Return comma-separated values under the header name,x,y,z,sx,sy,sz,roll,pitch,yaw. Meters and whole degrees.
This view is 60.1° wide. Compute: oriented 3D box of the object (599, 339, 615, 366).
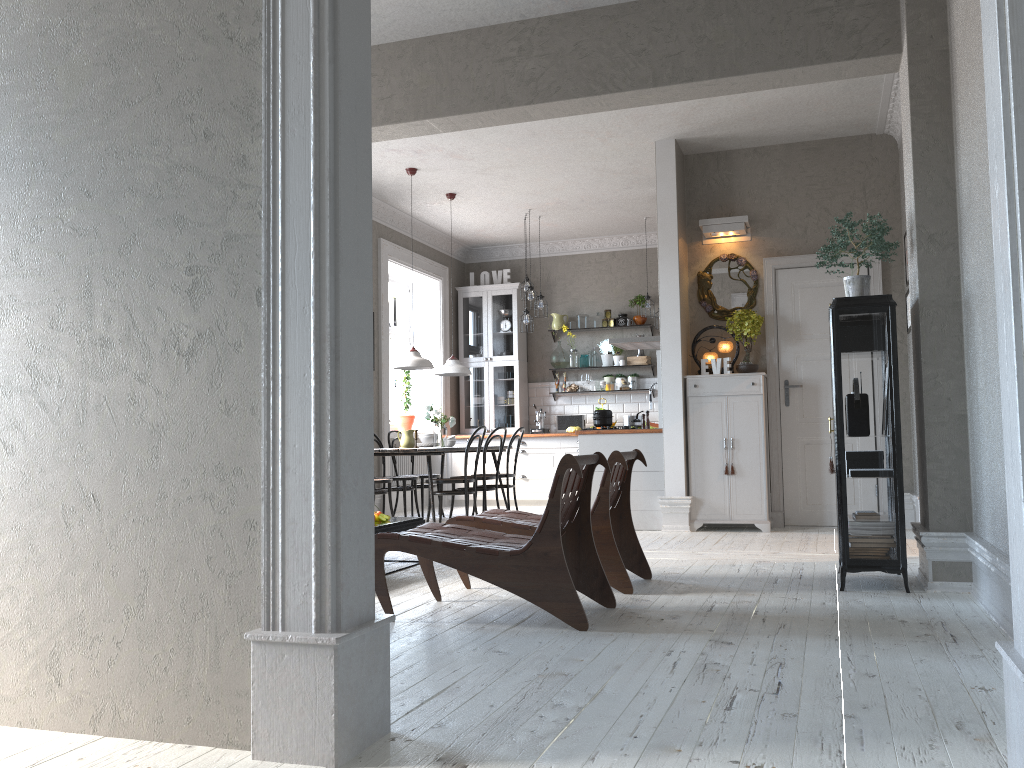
name,x,y,z,sx,sy,sz,roll,pitch,yaw
object,1.203,-0.386,11.040,0.240,0.354,0.239,-4,-5,36

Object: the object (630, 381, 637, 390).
name,x,y,z,sx,sy,sz,roll,pitch,yaw
object,1.486,0.015,10.827,0.077,0.108,0.078,-2,-4,12

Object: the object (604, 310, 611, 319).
name,x,y,z,sx,sy,sz,roll,pitch,yaw
object,1.191,-0.863,11.000,0.083,0.113,0.082,-1,-4,-1

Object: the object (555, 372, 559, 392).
name,x,y,z,sx,sy,sz,roll,pitch,yaw
object,0.573,-0.017,11.202,0.053,0.264,0.061,0,-4,-10

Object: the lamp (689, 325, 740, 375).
name,x,y,z,sx,sy,sz,roll,pitch,yaw
lamp,1.746,-0.226,7.600,0.442,0.558,0.175,-3,-4,26

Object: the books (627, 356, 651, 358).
name,x,y,z,sx,sy,sz,roll,pitch,yaw
books,1.562,-0.329,10.897,0.257,0.011,0.160,-3,-4,24

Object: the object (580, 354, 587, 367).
name,x,y,z,sx,sy,sz,roll,pitch,yaw
object,0.913,-0.282,11.127,0.124,0.172,0.128,-3,-4,22

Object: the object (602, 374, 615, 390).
name,x,y,z,sx,sy,sz,roll,pitch,yaw
object,1.199,-0.021,11.024,0.157,0.217,0.156,-1,-4,-2

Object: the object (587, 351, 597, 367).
name,x,y,z,sx,sy,sz,roll,pitch,yaw
object,0.998,-0.308,11.006,0.122,0.206,0.127,-4,-5,41

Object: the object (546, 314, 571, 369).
name,x,y,z,sx,sy,sz,roll,pitch,yaw
object,0.577,-0.529,11.143,0.337,0.674,0.334,0,-4,-13

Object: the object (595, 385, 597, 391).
name,x,y,z,sx,sy,sz,roll,pitch,yaw
object,1.071,0.051,11.053,0.076,0.083,0.079,-4,-5,36

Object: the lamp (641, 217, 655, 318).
name,x,y,z,sx,sy,sz,roll,pitch,yaw
lamp,1.535,-1.626,10.134,0.150,1.735,0.143,2,-5,-39

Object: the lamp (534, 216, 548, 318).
name,x,y,z,sx,sy,sz,roll,pitch,yaw
lamp,0.311,-1.615,9.973,0.146,1.735,0.147,-1,-4,5

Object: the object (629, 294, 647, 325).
name,x,y,z,sx,sy,sz,roll,pitch,yaw
object,1.580,-0.908,10.890,0.255,0.397,0.246,-4,-5,43

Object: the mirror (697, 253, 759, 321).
name,x,y,z,sx,sy,sz,roll,pitch,yaw
mirror,1.880,-0.851,7.731,0.526,0.593,0.072,-2,-4,18

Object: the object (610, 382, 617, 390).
name,x,y,z,sx,sy,sz,roll,pitch,yaw
object,1.250,0.026,10.929,0.077,0.108,0.078,-2,-4,12

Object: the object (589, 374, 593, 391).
name,x,y,z,sx,sy,sz,roll,pitch,yaw
object,0.977,-0.013,11.067,0.081,0.217,0.082,-1,-4,5

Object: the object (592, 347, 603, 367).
name,x,y,z,sx,sy,sz,roll,pitch,yaw
object,1.071,-0.330,11.144,0.129,0.264,0.133,-3,-4,24

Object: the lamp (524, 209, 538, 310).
name,x,y,z,sx,sy,sz,roll,pitch,yaw
lamp,0.192,-1.682,9.681,0.149,1.735,0.144,1,-4,-24

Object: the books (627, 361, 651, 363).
name,x,y,z,sx,sy,sz,roll,pitch,yaw
books,1.563,-0.264,10.893,0.256,0.016,0.160,-3,-4,27

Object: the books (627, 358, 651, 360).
name,x,y,z,sx,sy,sz,roll,pitch,yaw
books,1.562,-0.307,10.895,0.256,0.016,0.161,-3,-4,31

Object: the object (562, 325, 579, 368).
name,x,y,z,sx,sy,sz,roll,pitch,yaw
object,0.728,-0.470,11.044,0.190,0.540,0.283,-2,-4,11

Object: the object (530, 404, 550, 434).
name,x,y,z,sx,sy,sz,roll,pitch,yaw
object,0.331,0.438,10.978,0.203,0.370,0.358,-2,-4,19

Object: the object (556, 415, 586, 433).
name,x,y,z,sx,sy,sz,roll,pitch,yaw
object,0.728,0.499,10.940,0.347,0.226,0.089,-2,-4,18

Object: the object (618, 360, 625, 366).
name,x,y,z,sx,sy,sz,roll,pitch,yaw
object,1.354,-0.259,10.862,0.064,0.071,0.104,2,-5,-41

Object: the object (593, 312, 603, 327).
name,x,y,z,sx,sy,sz,roll,pitch,yaw
object,1.086,-0.792,11.150,0.142,0.220,0.138,0,-4,-22

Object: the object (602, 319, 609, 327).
name,x,y,z,sx,sy,sz,roll,pitch,yaw
object,1.165,-0.750,11.014,0.082,0.113,0.084,-2,-4,19

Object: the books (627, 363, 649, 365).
name,x,y,z,sx,sy,sz,roll,pitch,yaw
books,1.563,-0.243,10.891,0.257,0.011,0.160,-3,-4,24

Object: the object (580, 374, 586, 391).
name,x,y,z,sx,sy,sz,roll,pitch,yaw
object,0.897,-0.010,11.097,0.081,0.217,0.082,-1,-4,5

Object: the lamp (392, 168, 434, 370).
name,x,y,z,sx,sy,sz,roll,pitch,yaw
lamp,-0.915,-1.064,8.140,0.387,1.858,0.372,1,-4,-34

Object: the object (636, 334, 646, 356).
name,x,y,z,sx,sy,sz,roll,pitch,yaw
object,1.582,-0.478,10.895,0.130,0.287,0.131,-1,-4,4

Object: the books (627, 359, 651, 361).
name,x,y,z,sx,sy,sz,roll,pitch,yaw
books,1.563,-0.286,10.894,0.257,0.011,0.160,-3,-4,21

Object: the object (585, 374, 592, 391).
name,x,y,z,sx,sy,sz,roll,pitch,yaw
object,0.949,-0.018,10.981,0.081,0.217,0.082,-1,-4,5

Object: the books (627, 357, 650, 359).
name,x,y,z,sx,sy,sz,roll,pitch,yaw
books,1.562,-0.318,10.896,0.256,0.016,0.160,-3,-4,27

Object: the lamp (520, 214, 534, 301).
name,x,y,z,sx,sy,sz,roll,pitch,yaw
lamp,0.154,-1.800,9.869,0.146,1.735,0.147,-1,-4,5

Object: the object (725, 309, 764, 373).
name,x,y,z,sx,sy,sz,roll,pitch,yaw
object,1.980,-0.356,7.449,0.347,0.553,0.291,2,-5,-37

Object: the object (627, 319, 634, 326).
name,x,y,z,sx,sy,sz,roll,pitch,yaw
object,1.450,-0.756,10.868,0.092,0.096,0.075,-2,-4,19

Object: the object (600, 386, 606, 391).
name,x,y,z,sx,sy,sz,roll,pitch,yaw
object,1.124,0.056,10.910,0.076,0.051,0.078,-2,-4,11

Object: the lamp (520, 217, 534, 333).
name,x,y,z,sx,sy,sz,roll,pitch,yaw
lamp,0.151,-1.449,10.019,0.148,1.735,0.145,0,-4,-14

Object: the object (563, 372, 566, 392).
name,x,y,z,sx,sy,sz,roll,pitch,yaw
object,0.667,-0.022,11.155,0.063,0.264,0.052,2,-4,-35

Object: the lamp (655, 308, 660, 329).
name,x,y,z,sx,sy,sz,roll,pitch,yaw
lamp,1.704,-1.501,10.215,0.148,1.735,0.145,0,-4,-10

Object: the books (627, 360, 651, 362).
name,x,y,z,sx,sy,sz,roll,pitch,yaw
books,1.563,-0.275,10.893,0.257,0.011,0.160,-3,-4,24

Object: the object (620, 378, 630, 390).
name,x,y,z,sx,sy,sz,roll,pitch,yaw
object,1.389,0.004,10.878,0.119,0.147,0.099,0,-4,-14

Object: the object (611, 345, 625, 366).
name,x,y,z,sx,sy,sz,roll,pitch,yaw
object,1.310,-0.406,10.952,0.187,0.380,0.167,0,-4,-21

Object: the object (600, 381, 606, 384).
name,x,y,z,sx,sy,sz,roll,pitch,yaw
object,1.123,-0.003,10.914,0.077,0.051,0.077,-1,-4,4

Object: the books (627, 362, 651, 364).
name,x,y,z,sx,sy,sz,roll,pitch,yaw
books,1.563,-0.254,10.892,0.256,0.016,0.161,-3,-4,31

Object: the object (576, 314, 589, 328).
name,x,y,z,sx,sy,sz,roll,pitch,yaw
object,0.885,-0.773,11.113,0.175,0.184,0.168,1,-4,-32

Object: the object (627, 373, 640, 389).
name,x,y,z,sx,sy,sz,roll,pitch,yaw
object,1.507,-0.027,10.944,0.157,0.213,0.154,-2,-4,16

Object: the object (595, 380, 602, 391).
name,x,y,z,sx,sy,sz,roll,pitch,yaw
object,1.074,0.018,10.974,0.079,0.139,0.078,0,-4,-9

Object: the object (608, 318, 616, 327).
name,x,y,z,sx,sy,sz,roll,pitch,yaw
object,1.246,-0.753,10.985,0.081,0.113,0.084,-3,-4,29

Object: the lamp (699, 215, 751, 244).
name,x,y,z,sx,sy,sz,roll,pitch,yaw
lamp,1.848,-1.334,7.683,0.410,0.171,0.222,-2,-4,18

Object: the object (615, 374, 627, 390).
name,x,y,z,sx,sy,sz,roll,pitch,yaw
object,1.349,-0.023,10.986,0.150,0.214,0.170,2,-5,-42

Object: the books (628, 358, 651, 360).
name,x,y,z,sx,sy,sz,roll,pitch,yaw
books,1.563,-0.297,10.895,0.257,0.011,0.160,-3,-4,24

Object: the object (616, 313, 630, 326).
name,x,y,z,sx,sy,sz,roll,pitch,yaw
object,1.378,-0.785,10.997,0.140,0.174,0.144,-2,-4,19

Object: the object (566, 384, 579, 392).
name,x,y,z,sx,sy,sz,roll,pitch,yaw
object,0.756,0.048,11.096,0.177,0.111,0.096,-1,-4,-5

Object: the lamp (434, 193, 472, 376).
name,x,y,z,sx,sy,sz,roll,pitch,yaw
lamp,-0.609,-1.015,8.991,0.373,1.858,0.386,-3,-4,26
